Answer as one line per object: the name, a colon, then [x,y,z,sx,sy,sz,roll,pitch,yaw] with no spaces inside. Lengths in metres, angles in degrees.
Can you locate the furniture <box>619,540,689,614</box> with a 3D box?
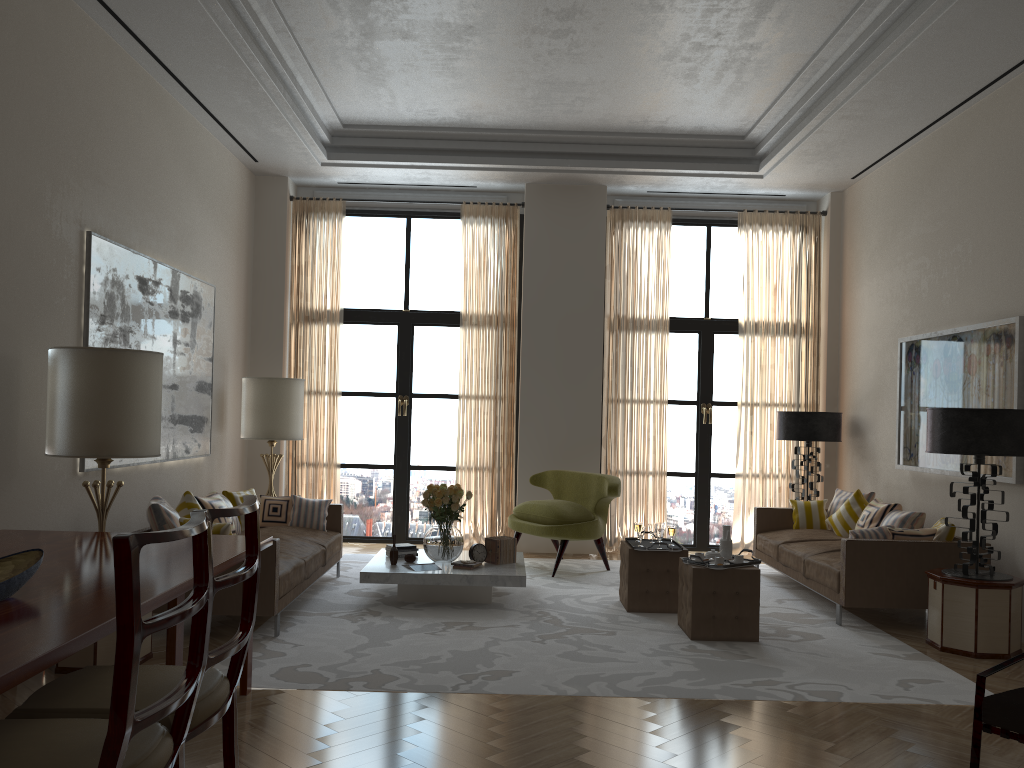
furniture: [1.399,1.907,8.799,0.613,0.616,0.614,2,-1,0]

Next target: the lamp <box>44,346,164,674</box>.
lamp: [-2.978,0.885,6.448,0.768,2.254,0.767,2,-1,-34]

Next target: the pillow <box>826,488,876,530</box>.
pillow: [4.036,1.559,10.665,0.355,0.576,0.624,2,-1,-22]

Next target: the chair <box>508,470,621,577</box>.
chair: [0.549,1.702,10.972,1.030,1.213,1.790,2,-2,-33]

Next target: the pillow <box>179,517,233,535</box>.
pillow: [-2.518,1.327,7.361,0.482,0.433,0.318,1,-1,9]

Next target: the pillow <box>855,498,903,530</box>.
pillow: [3.990,1.545,9.699,0.403,0.547,0.617,1,-1,3]

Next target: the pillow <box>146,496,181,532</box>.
pillow: [-2.913,1.260,7.508,0.355,0.576,0.624,2,-1,-22]

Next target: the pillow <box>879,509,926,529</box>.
pillow: [4.051,1.596,9.318,0.371,0.565,0.660,2,-1,-5]

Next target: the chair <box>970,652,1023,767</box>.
chair: [2.946,1.522,4.296,1.135,1.135,0.877,2,-1,-35]

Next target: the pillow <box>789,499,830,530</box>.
pillow: [3.638,1.616,10.811,0.482,0.433,0.318,1,-1,9]

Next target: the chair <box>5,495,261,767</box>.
chair: [-1.453,1.191,3.383,0.878,1.505,0.656,2,-1,0]

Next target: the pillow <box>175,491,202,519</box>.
pillow: [-2.838,1.260,7.906,0.767,0.617,0.355,0,-2,43]

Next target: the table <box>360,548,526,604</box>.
table: [-0.666,2.005,9.177,1.584,0.343,1.501,2,-2,0]

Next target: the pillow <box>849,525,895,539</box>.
pillow: [3.352,1.537,8.391,0.498,0.428,0.327,2,-1,-12]

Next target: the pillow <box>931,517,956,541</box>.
pillow: [4.051,1.529,8.449,0.296,0.475,0.516,1,-1,21]

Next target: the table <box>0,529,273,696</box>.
table: [-2.492,1.434,4.001,1.800,1.027,3.802,2,-2,0]

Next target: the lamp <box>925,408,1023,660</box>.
lamp: [3.934,1.223,7.488,0.829,2.018,0.830,1,-1,0]

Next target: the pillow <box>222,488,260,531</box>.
pillow: [-2.931,1.394,9.723,0.296,0.475,0.516,1,-1,21]

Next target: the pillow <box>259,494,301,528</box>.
pillow: [-2.599,1.438,9.814,0.464,0.412,0.304,2,-1,-2]

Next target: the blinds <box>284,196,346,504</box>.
blinds: [-2.741,-0.141,12.409,0.780,4.885,0.419,1,0,2]

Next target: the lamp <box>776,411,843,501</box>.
lamp: [3.906,1.379,11.718,0.829,2.018,0.830,1,-1,4]

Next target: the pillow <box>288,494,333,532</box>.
pillow: [-2.233,1.443,9.781,0.498,0.428,0.327,2,-1,-12]

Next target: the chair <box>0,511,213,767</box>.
chair: [-1.436,1.168,2.736,0.878,1.505,0.656,2,-1,0]

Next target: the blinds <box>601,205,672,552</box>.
blinds: [1.749,-0.028,12.445,0.960,4.873,0.419,1,0,2]

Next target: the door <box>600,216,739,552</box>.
door: [2.776,0.019,12.677,3.086,4.766,0.240,2,0,0]

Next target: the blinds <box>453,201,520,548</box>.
blinds: [-0.348,-0.084,12.427,0.874,4.873,0.418,1,0,2]

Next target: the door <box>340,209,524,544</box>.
door: [-1.517,-0.094,12.643,3.258,4.766,0.240,2,0,0]

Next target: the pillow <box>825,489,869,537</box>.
pillow: [3.962,1.526,10.267,0.767,0.617,0.355,0,-2,43]

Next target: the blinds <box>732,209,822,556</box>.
blinds: [3.725,0.024,12.460,1.242,4.873,0.418,1,0,2]

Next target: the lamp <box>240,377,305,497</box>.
lamp: [-3.017,1.057,11.110,0.768,2.254,0.767,2,-1,-37]

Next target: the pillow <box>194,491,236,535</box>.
pillow: [-2.868,1.320,8.474,0.403,0.547,0.617,1,-1,3]

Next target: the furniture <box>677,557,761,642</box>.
furniture: [1.803,1.879,7.773,0.613,0.616,0.614,2,-1,0]

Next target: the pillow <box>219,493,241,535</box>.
pillow: [-2.933,1.396,8.854,0.371,0.565,0.660,2,-1,-5]

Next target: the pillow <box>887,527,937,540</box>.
pillow: [3.717,1.549,8.358,0.464,0.412,0.304,2,-1,-2]
